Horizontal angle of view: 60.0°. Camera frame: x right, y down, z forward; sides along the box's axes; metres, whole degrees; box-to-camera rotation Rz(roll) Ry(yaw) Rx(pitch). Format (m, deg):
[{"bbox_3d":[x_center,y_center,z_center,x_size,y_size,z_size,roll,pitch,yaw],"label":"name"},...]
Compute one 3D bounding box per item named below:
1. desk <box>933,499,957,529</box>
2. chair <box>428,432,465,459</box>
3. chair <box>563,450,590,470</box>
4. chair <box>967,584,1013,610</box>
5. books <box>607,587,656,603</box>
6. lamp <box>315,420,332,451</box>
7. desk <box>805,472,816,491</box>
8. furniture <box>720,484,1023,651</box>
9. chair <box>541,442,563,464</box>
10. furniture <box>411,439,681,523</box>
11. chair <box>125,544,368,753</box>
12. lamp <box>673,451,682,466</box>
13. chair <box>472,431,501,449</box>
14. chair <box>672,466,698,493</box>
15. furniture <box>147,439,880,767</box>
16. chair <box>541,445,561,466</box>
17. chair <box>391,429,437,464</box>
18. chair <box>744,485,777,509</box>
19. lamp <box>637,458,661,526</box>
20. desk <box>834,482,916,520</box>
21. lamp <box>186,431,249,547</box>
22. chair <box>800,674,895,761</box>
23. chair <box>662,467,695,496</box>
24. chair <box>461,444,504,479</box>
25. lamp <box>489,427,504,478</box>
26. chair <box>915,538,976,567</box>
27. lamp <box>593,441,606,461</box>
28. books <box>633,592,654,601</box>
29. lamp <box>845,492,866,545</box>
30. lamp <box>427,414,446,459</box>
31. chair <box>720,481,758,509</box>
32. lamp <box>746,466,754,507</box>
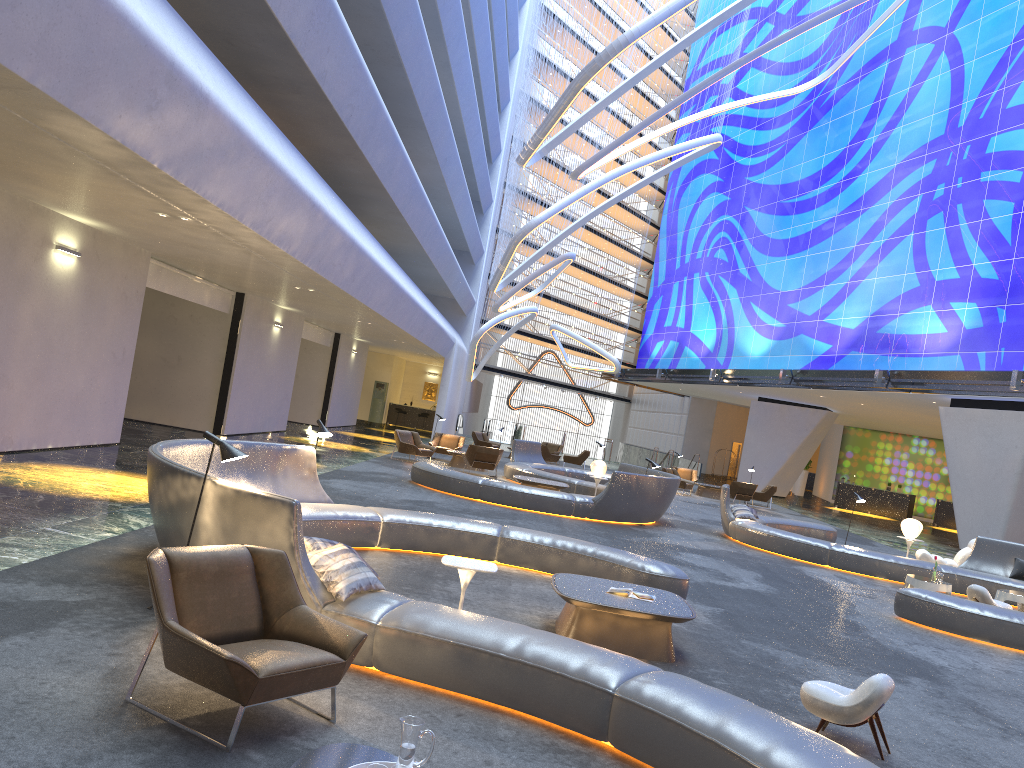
[{"bbox_3d":[18.786,5.493,35.845,2.969,1.097,0.816,9,-1,38],"label":"desk"},{"bbox_3d":[-1.875,1.826,25.376,0.929,0.767,0.939,10,-1,7],"label":"chair"},{"bbox_3d":[2.326,2.745,32.363,0.938,0.767,0.930,10,-1,3],"label":"chair"},{"bbox_3d":[6.890,3.082,12.322,1.789,0.501,0.584,11,-1,-35],"label":"chair"},{"bbox_3d":[1.018,1.772,7.527,0.394,0.039,0.302,9,-2,15],"label":"books"},{"bbox_3d":[-2.221,1.048,9.887,0.202,1.300,0.383,9,0,-39],"label":"lamp"},{"bbox_3d":[17.722,5.808,53.109,2.969,1.097,0.816,9,-1,40],"label":"desk"},{"bbox_3d":[6.960,2.898,14.906,5.189,0.969,9.923,10,-2,-7],"label":"furniture"},{"bbox_3d":[1.382,2.625,33.789,0.927,0.767,0.941,9,-1,28],"label":"chair"},{"bbox_3d":[1.547,2.141,20.682,5.176,0.969,9.946,9,-2,18],"label":"furniture"},{"bbox_3d":[-1.381,1.312,4.572,0.936,0.767,0.932,9,-1,34],"label":"chair"},{"bbox_3d":[5.689,3.005,30.922,0.383,1.300,0.202,10,0,18],"label":"lamp"},{"bbox_3d":[-0.977,2.179,32.287,0.936,0.767,0.931,9,-1,26],"label":"chair"},{"bbox_3d":[5.978,3.326,30.861,0.929,0.767,0.939,10,-1,7],"label":"chair"},{"bbox_3d":[-0.502,1.358,5.680,5.186,0.969,9.928,10,-2,-2],"label":"furniture"},{"bbox_3d":[1.085,2.490,30.854,0.941,0.767,0.927,10,-1,-37],"label":"chair"},{"bbox_3d":[-2.564,1.638,22.937,0.936,0.767,0.932,9,-1,34],"label":"chair"},{"bbox_3d":[8.127,3.641,29.069,0.938,0.767,0.930,10,-1,10],"label":"chair"},{"bbox_3d":[2.584,2.075,17.033,0.383,1.300,0.202,10,0,18],"label":"lamp"},{"bbox_3d":[15.234,4.928,37.290,2.969,1.097,0.816,9,-1,40],"label":"desk"},{"bbox_3d":[-2.012,0.967,5.835,0.384,1.300,0.202,10,0,1],"label":"lamp"},{"bbox_3d":[2.183,2.089,5.775,0.585,0.501,0.492,9,-1,36],"label":"chair"},{"bbox_3d":[5.289,3.138,28.422,0.936,0.767,0.932,9,-1,34],"label":"chair"},{"bbox_3d":[-0.761,1.926,22.222,0.931,0.767,0.937,10,-1,-15],"label":"chair"},{"bbox_3d":[-0.373,1.725,22.442,0.201,1.300,0.384,10,0,18],"label":"lamp"},{"bbox_3d":[8.100,3.212,16.344,1.155,0.882,0.730,9,-1,20],"label":"chair"},{"bbox_3d":[2.398,2.280,25.281,0.383,1.300,0.202,10,0,18],"label":"lamp"},{"bbox_3d":[1.108,1.793,7.485,0.133,0.012,0.189,10,-2,-9],"label":"books"},{"bbox_3d":[6.768,2.805,17.585,0.202,1.300,0.383,10,0,-23],"label":"lamp"},{"bbox_3d":[-2.164,1.505,25.437,0.383,1.300,0.202,10,0,18],"label":"lamp"},{"bbox_3d":[7.093,3.425,27.708,0.931,0.767,0.937,10,-1,-15],"label":"chair"},{"bbox_3d":[7.480,3.225,27.927,0.201,1.300,0.384,10,0,18],"label":"lamp"}]
